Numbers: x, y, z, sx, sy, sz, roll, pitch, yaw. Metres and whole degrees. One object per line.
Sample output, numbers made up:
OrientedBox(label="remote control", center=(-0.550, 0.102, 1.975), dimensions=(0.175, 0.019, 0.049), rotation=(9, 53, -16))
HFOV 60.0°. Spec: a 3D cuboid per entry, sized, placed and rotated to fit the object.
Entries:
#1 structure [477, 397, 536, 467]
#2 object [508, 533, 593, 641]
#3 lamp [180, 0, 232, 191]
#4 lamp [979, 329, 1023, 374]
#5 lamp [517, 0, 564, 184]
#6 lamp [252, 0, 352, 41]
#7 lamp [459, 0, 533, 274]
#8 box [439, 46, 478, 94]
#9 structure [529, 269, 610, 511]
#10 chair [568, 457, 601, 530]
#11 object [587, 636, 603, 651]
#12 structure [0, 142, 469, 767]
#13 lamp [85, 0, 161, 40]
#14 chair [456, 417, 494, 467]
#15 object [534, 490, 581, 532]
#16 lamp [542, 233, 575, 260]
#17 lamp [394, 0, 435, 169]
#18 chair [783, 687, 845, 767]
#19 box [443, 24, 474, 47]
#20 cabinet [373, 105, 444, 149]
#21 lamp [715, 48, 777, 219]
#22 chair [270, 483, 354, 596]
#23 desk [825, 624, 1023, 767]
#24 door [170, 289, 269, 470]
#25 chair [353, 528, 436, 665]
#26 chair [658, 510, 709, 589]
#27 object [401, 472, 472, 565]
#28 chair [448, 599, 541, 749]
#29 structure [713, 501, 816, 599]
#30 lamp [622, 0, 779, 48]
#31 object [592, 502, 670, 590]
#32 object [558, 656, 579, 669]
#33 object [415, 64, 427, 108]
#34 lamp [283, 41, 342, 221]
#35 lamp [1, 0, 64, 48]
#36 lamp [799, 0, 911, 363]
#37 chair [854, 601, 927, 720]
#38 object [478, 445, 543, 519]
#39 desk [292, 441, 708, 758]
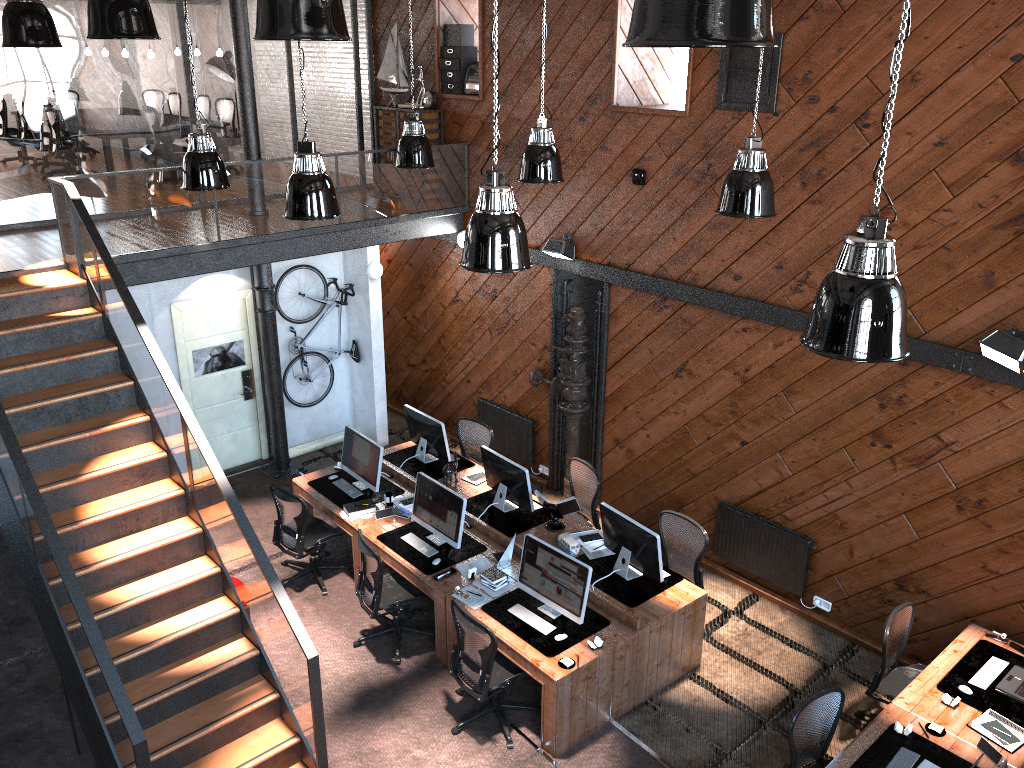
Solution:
OrientedBox(label="structure", center=(-0.073, 0.605, 11.093), dimensions=(0.073, 0.628, 1.064), rotation=(-18, 28, -39))
OrientedBox(label="object", center=(0.354, 1.582, 7.122), dimensions=(0.610, 0.573, 0.714), rotation=(-18, 28, -40))
OrientedBox(label="lamp", center=(-2.819, -2.922, 7.769), dimensions=(0.445, 2.372, 0.445), rotation=(-19, 28, -41))
OrientedBox(label="lamp", center=(3.550, -0.240, 6.393), dimensions=(0.283, 0.287, 0.328), rotation=(-18, 28, -39))
OrientedBox(label="lamp", center=(0.276, -3.015, 7.884), dimensions=(0.445, 2.372, 0.445), rotation=(-1, 21, -5))
OrientedBox(label="lamp", center=(-0.974, -1.884, 4.029), dimensions=(0.445, 0.605, 0.445), rotation=(-19, 28, -41))
OrientedBox(label="lamp", center=(-0.090, -1.834, 4.991), dimensions=(0.445, 2.372, 0.445), rotation=(-7, 22, -19))
OrientedBox(label="box", center=(-0.637, -3.693, 10.435), dimensions=(0.299, 0.519, 0.374), rotation=(-18, 28, -39))
OrientedBox(label="structure", center=(0.669, 0.081, 10.098), dimensions=(0.500, 2.745, 1.003), rotation=(-15, 26, -34))
OrientedBox(label="chair", center=(0.565, 1.363, 9.040), dimensions=(0.792, 1.085, 0.770), rotation=(-18, 28, -40))
OrientedBox(label="object", center=(0.633, 1.979, 6.776), dimensions=(0.106, 0.063, 0.082), rotation=(-9, 23, -23))
OrientedBox(label="structure", center=(-3.542, 0.760, 7.415), dimensions=(10.620, 4.603, 5.793), rotation=(-18, 28, -39))
OrientedBox(label="lamp", center=(-2.485, -2.491, 5.575), dimensions=(0.445, 0.605, 0.445), rotation=(-19, 28, -41))
OrientedBox(label="chair", center=(-0.537, 0.987, 9.997), dimensions=(0.770, 1.085, 0.792), rotation=(11, 23, 25))
OrientedBox(label="object", center=(0.415, 1.181, 8.392), dimensions=(0.417, 0.380, 0.304), rotation=(8, 22, 19))
OrientedBox(label="lamp", center=(0.517, -1.462, 9.511), dimensions=(0.262, 0.260, 0.328), rotation=(-18, 28, -39))
OrientedBox(label="lamp", center=(-1.054, -3.487, 9.268), dimensions=(0.445, 2.372, 0.445), rotation=(4, 21, 9))
OrientedBox(label="chair", center=(2.135, 2.613, 5.820), dimensions=(0.792, 1.085, 0.770), rotation=(15, 26, 34))
OrientedBox(label="box", center=(-0.618, -4.052, 10.313), dimensions=(0.213, 0.241, 0.313), rotation=(-18, 28, -39))
OrientedBox(label="cabinet", center=(-1.275, -2.865, 10.994), dimensions=(0.365, 1.081, 0.957), rotation=(-18, 28, -39))
OrientedBox(label="lamp", center=(1.790, -2.409, 6.343), dimensions=(0.445, 2.372, 0.445), rotation=(-11, 24, -28))
OrientedBox(label="chair", center=(-2.032, 1.435, 8.807), dimensions=(0.770, 1.085, 0.792), rotation=(11, 23, 25))
OrientedBox(label="desk", center=(2.742, 2.940, 5.323), dimensions=(4.117, 0.840, 1.748), rotation=(-18, 28, -39))
OrientedBox(label="door", center=(-3.524, 0.022, 10.803), dimensions=(1.013, 2.268, 0.064), rotation=(-18, 28, -39))
OrientedBox(label="chair", center=(-1.065, 1.786, 7.911), dimensions=(0.792, 1.085, 0.770), rotation=(-18, 28, -40))
OrientedBox(label="chair", center=(1.399, 1.766, 8.008), dimensions=(0.770, 1.085, 0.792), rotation=(15, 26, 34))
OrientedBox(label="object", center=(-0.711, 1.218, 8.051), dimensions=(0.654, 0.576, 0.735), rotation=(2, 21, 5))
OrientedBox(label="chair", center=(-0.155, 2.154, 6.971), dimensions=(0.770, 1.085, 0.792), rotation=(15, 26, 34))
OrientedBox(label="structure", center=(2.409, 1.599, 8.553), dimensions=(0.073, 0.628, 1.064), rotation=(-18, 28, -39))
OrientedBox(label="lamp", center=(0.559, -1.282, 2.526), dimensions=(0.445, 0.605, 0.445), rotation=(-19, 28, -41))
OrientedBox(label="object", center=(1.041, 1.397, 7.620), dimensions=(0.663, 0.578, 0.811), rotation=(5, 22, 12))
OrientedBox(label="object", center=(0.419, 2.067, 6.594), dimensions=(0.154, 0.026, 0.158), rotation=(2, 21, 4))
OrientedBox(label="object", center=(-1.085, -3.515, 10.470), dimensions=(0.145, 0.487, 0.144), rotation=(-14, 25, -33))
OrientedBox(label="lamp", center=(-1.547, -2.418, 6.481), dimensions=(0.445, 2.372, 0.445), rotation=(4, 21, 9))
OrientedBox(label="lamp", center=(-3.819, -2.965, 6.963), dimensions=(0.445, 0.605, 0.445), rotation=(-16, 27, -37))
OrientedBox(label="lamp", center=(1.484, -1.270, 3.411), dimensions=(0.445, 2.372, 0.445), rotation=(2, 21, 5))
OrientedBox(label="chair", center=(3.080, 2.268, 6.734), dimensions=(0.792, 1.085, 0.770), rotation=(11, 23, 25))
OrientedBox(label="object", center=(-0.014, 0.961, 8.736), dimensions=(0.642, 0.578, 0.772), rotation=(2, 21, 4))
OrientedBox(label="desk", center=(-0.335, 1.682, 8.534), dimensions=(1.748, 0.840, 4.117), rotation=(-17, 27, -37))
